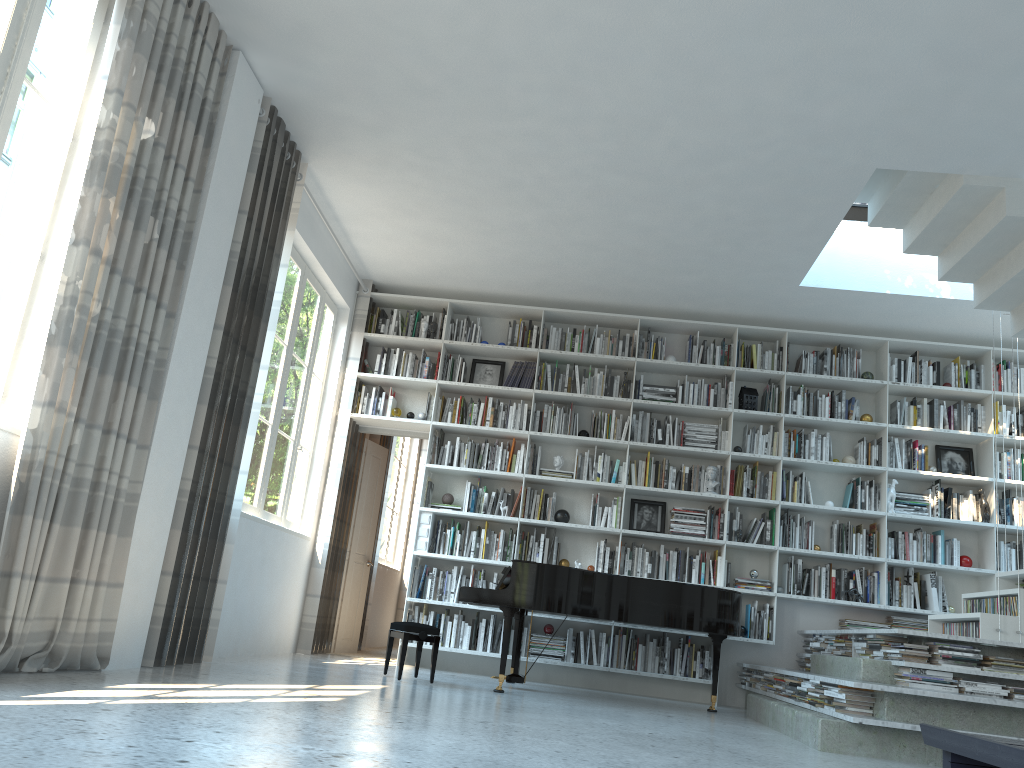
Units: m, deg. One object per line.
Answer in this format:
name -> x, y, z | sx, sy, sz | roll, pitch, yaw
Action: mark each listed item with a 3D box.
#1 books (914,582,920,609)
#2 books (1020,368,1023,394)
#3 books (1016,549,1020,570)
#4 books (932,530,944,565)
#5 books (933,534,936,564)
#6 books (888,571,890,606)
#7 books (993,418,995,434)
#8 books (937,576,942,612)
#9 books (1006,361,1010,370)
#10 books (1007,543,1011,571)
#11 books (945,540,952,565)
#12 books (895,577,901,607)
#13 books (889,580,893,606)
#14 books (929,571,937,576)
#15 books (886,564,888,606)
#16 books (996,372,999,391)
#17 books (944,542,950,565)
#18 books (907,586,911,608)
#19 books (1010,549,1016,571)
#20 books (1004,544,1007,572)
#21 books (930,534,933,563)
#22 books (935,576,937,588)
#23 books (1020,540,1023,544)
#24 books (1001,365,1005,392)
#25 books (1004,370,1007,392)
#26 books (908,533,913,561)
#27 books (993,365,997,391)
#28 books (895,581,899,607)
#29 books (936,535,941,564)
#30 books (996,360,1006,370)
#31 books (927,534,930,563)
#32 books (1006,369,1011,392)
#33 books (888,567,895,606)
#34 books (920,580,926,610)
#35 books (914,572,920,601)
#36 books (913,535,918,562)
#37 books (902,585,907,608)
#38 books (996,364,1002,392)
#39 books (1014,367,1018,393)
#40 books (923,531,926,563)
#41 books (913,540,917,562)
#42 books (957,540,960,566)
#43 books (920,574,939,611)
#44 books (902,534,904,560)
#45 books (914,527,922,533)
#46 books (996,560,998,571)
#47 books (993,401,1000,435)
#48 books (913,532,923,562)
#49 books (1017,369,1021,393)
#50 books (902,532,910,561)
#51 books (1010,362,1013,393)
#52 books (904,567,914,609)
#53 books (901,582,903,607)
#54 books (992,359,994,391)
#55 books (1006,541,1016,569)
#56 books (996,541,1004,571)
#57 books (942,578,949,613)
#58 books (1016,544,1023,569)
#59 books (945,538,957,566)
books -> 3.231, 1.714, 7.145 | 0.052, 0.216, 0.185 | 6, -15, 5
books -> 4.299, 0.016, 7.538 | 0.029, 0.263, 0.179 | 6, -15, 5
books -> 4.063, 1.446, 7.172 | 0.025, 0.207, 0.149 | 6, -15, 5
books -> 3.470, 1.344, 7.220 | 0.026, 0.289, 0.181 | 6, -15, 5
books -> 3.428, 1.363, 7.239 | 0.012, 0.253, 0.161 | 6, -15, 5
books -> 3.028, 1.663, 7.182 | 0.015, 0.286, 0.138 | 6, -15, 5
books -> 3.991, 0.311, 7.413 | 0.036, 0.293, 0.135 | 6, -15, 5
books -> 3.416, 1.696, 7.133 | 0.025, 0.286, 0.160 | 6, -15, 5
books -> 4.210, -0.020, 7.563 | 0.012, 0.325, 0.152 | 6, -15, 5
books -> 3.988, 1.420, 7.176 | 0.022, 0.241, 0.152 | 6, -15, 5
books -> 3.538, 1.390, 7.223 | 0.037, 0.218, 0.140 | 6, -15, 5
books -> 3.107, 1.688, 7.158 | 0.015, 0.243, 0.157 | 6, -15, 5
books -> 3.048, 1.703, 7.181 | 0.033, 0.213, 0.140 | 6, -15, 5
books -> 3.401, 1.682, 7.161 | 0.012, 0.325, 0.136 | 6, -15, 5
books -> 3.016, 1.636, 7.187 | 0.014, 0.336, 0.132 | 6, -15, 5
books -> 4.103, 0.020, 7.560 | 0.025, 0.222, 0.137 | 6, -15, 5
books -> 3.503, 1.392, 7.208 | 0.030, 0.200, 0.190 | 6, -15, 5
books -> 3.178, 1.725, 7.149 | 0.024, 0.184, 0.149 | 6, -15, 5
books -> 4.011, 1.441, 7.164 | 0.029, 0.201, 0.173 | 6, -15, 5
books -> 3.959, 1.420, 7.177 | 0.037, 0.235, 0.153 | 6, -15, 5
books -> 3.388, 1.355, 7.218 | 0.014, 0.248, 0.177 | 6, -15, 5
books -> 3.387, 1.699, 7.152 | 0.012, 0.284, 0.160 | 6, -15, 5
books -> 4.155, 1.412, 7.177 | 0.013, 0.296, 0.141 | 6, -15, 5
books -> 4.135, -0.007, 7.536 | 0.012, 0.268, 0.185 | 6, -15, 5
books -> 4.150, 0.015, 7.533 | 0.022, 0.228, 0.175 | 6, -15, 5
books -> 3.229, 1.349, 7.247 | 0.026, 0.238, 0.177 | 6, -15, 5
books -> 4.082, -0.011, 7.558 | 0.022, 0.274, 0.160 | 6, -15, 5
books -> 3.087, 1.703, 7.166 | 0.023, 0.213, 0.164 | 6, -15, 5
books -> 3.443, 1.363, 7.213 | 0.023, 0.243, 0.190 | 6, -15, 5
books -> 4.175, -0.027, 7.565 | 0.014, 0.330, 0.143 | 6, -15, 5
books -> 3.369, 1.360, 7.238 | 0.026, 0.246, 0.166 | 6, -15, 5
books -> 4.187, 0.013, 7.539 | 0.023, 0.243, 0.183 | 6, -15, 5
books -> 3.077, 1.651, 7.193 | 0.013, 0.326, 0.131 | 6, -15, 5
books -> 3.284, 1.709, 7.146 | 0.031, 0.239, 0.172 | 6, -15, 5
books -> 3.269, 1.681, 7.174 | 0.010, 0.303, 0.132 | 6, -15, 5
books -> 3.274, 1.357, 7.240 | 0.012, 0.229, 0.179 | 6, -15, 5
books -> 3.151, 1.723, 7.159 | 0.030, 0.187, 0.140 | 6, -15, 5
books -> 4.125, -0.013, 7.552 | 0.013, 0.285, 0.151 | 6, -15, 5
books -> 4.251, 0.007, 7.547 | 0.027, 0.274, 0.149 | 6, -15, 5
books -> 3.327, 1.342, 7.221 | 0.012, 0.261, 0.187 | 6, -15, 5
books -> 3.251, 1.376, 7.226 | 0.027, 0.181, 0.186 | 6, -15, 5
books -> 3.594, 1.392, 7.211 | 0.027, 0.222, 0.170 | 6, -15, 5
books -> 3.336, 1.678, 7.107 | 0.075, 0.290, 0.256 | 6, -15, 5
books -> 3.166, 1.348, 7.241 | 0.011, 0.222, 0.163 | 6, -15, 5
books -> 3.318, 1.328, 7.244 | 0.013, 0.298, 0.148 | 6, -15, 5
books -> 3.877, 1.395, 7.197 | 0.085, 0.277, 0.160 | 6, -15, 5
books -> 4.012, 0.307, 7.388 | 0.010, 0.293, 0.183 | 6, -15, 5
books -> 3.294, 1.341, 7.219 | 0.028, 0.254, 0.192 | 6, -15, 5
books -> 4.274, 0.016, 7.539 | 0.022, 0.258, 0.163 | 6, -15, 5
books -> 3.193, 1.338, 7.237 | 0.045, 0.245, 0.186 | 6, -15, 5
books -> 4.219, -0.014, 7.545 | 0.012, 0.305, 0.185 | 6, -15, 5
books -> 3.205, 1.655, 7.163 | 0.014, 0.332, 0.169 | 6, -15, 5
books -> 3.125, 1.709, 7.163 | 0.025, 0.209, 0.137 | 6, -15, 5
books -> 4.057, -0.035, 7.552 | 0.011, 0.312, 0.173 | 6, -15, 5
books -> 4.042, 1.417, 7.188 | 0.024, 0.266, 0.133 | 6, -15, 5
books -> 3.929, 1.407, 7.175 | 0.024, 0.251, 0.176 | 6, -15, 5
books -> 3.459, 1.710, 7.137 | 0.062, 0.273, 0.148 | 6, -15, 5
books -> 4.089, 1.422, 7.149 | 0.027, 0.248, 0.184 | 6, -15, 5
books -> 3.569, 1.383, 7.213 | 0.025, 0.235, 0.182 | 6, -15, 5
